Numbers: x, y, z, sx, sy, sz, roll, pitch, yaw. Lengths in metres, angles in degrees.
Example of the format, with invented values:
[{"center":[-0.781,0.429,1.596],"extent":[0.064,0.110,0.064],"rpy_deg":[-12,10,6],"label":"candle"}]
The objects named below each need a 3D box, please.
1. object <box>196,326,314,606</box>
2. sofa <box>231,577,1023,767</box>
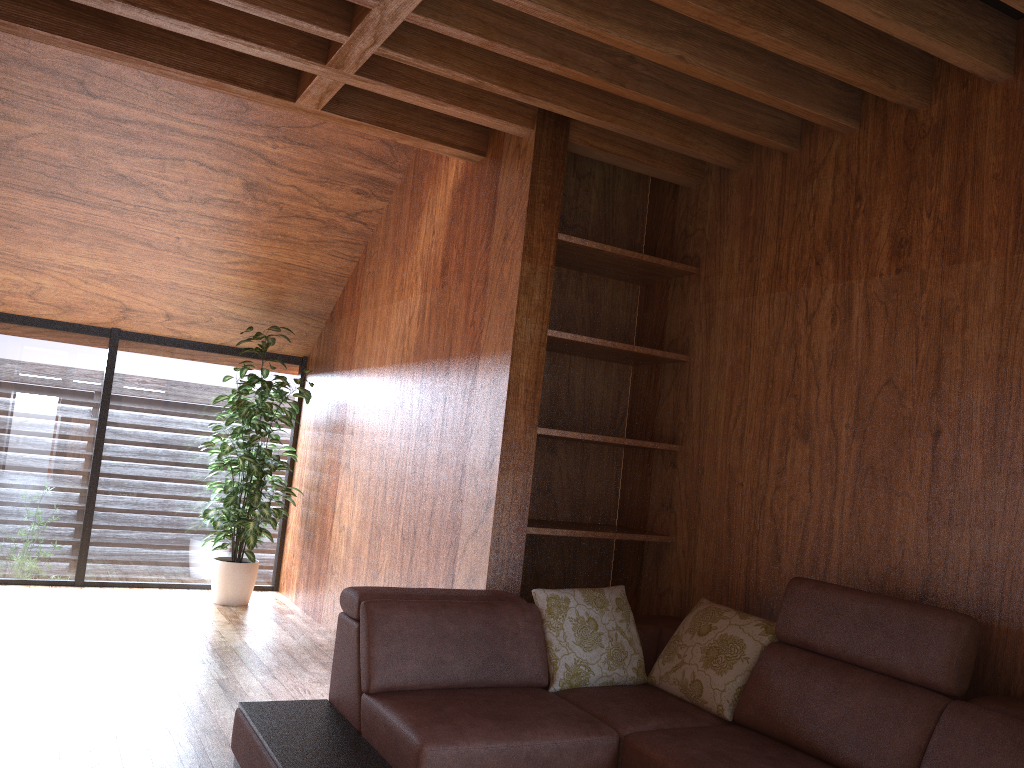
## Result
[{"center":[-1.561,0.469,5.337],"extent":[0.641,1.689,0.675],"rpy_deg":[8,-5,-20],"label":"object"},{"center":[0.474,0.887,2.102],"extent":[1.711,0.759,2.487],"rpy_deg":[9,-5,-28],"label":"sofa"}]
